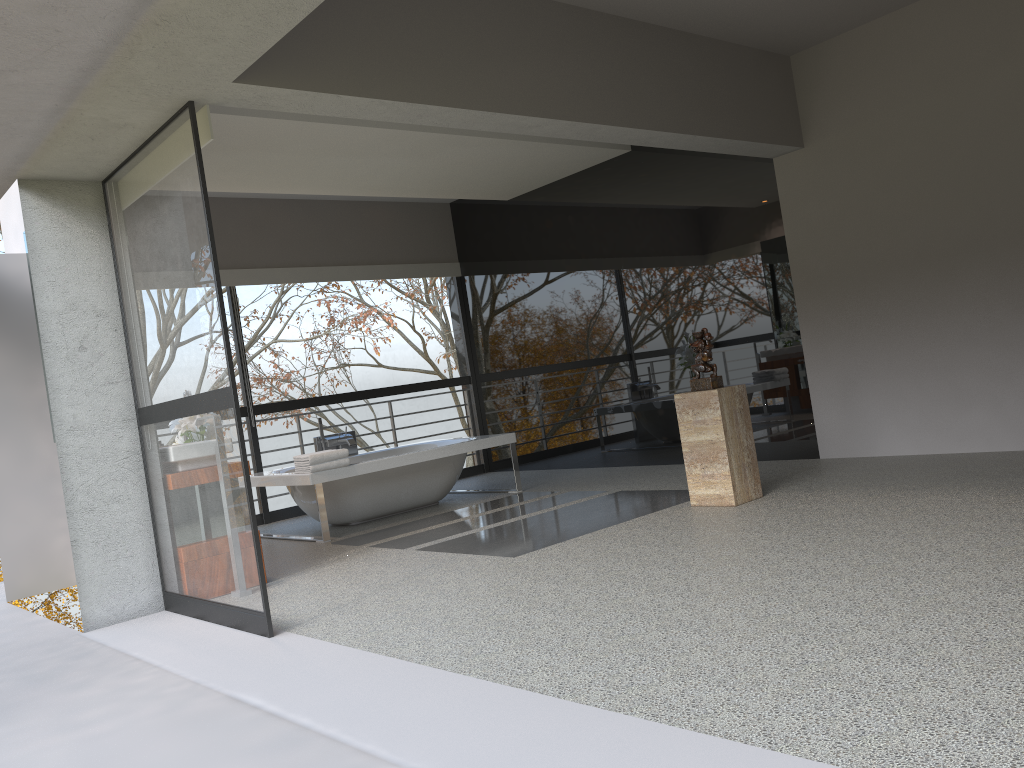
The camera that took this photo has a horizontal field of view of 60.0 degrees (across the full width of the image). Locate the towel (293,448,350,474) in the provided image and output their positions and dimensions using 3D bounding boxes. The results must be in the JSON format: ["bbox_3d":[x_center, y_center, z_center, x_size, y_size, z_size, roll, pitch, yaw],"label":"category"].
[{"bbox_3d":[-1.391,0.569,6.502,0.322,0.145,0.305,-9,0,-38],"label":"towel"}]

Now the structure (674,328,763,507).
[{"bbox_3d":[1.234,0.190,5.433,0.292,1.074,0.328,-8,-1,-41],"label":"structure"}]

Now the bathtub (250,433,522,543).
[{"bbox_3d":[-1.092,0.840,7.423,1.959,0.504,1.326,-9,0,-41],"label":"bathtub"}]

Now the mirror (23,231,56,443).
[{"bbox_3d":[-2.661,-0.191,5.407,0.253,1.618,1.789,-8,-1,-41],"label":"mirror"}]

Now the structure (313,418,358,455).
[{"bbox_3d":[-1.478,0.712,7.912,0.402,0.885,0.330,-8,-1,-41],"label":"structure"}]

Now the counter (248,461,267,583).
[{"bbox_3d":[-2.180,0.898,5.629,0.525,0.704,1.847,-8,0,-41],"label":"counter"}]
